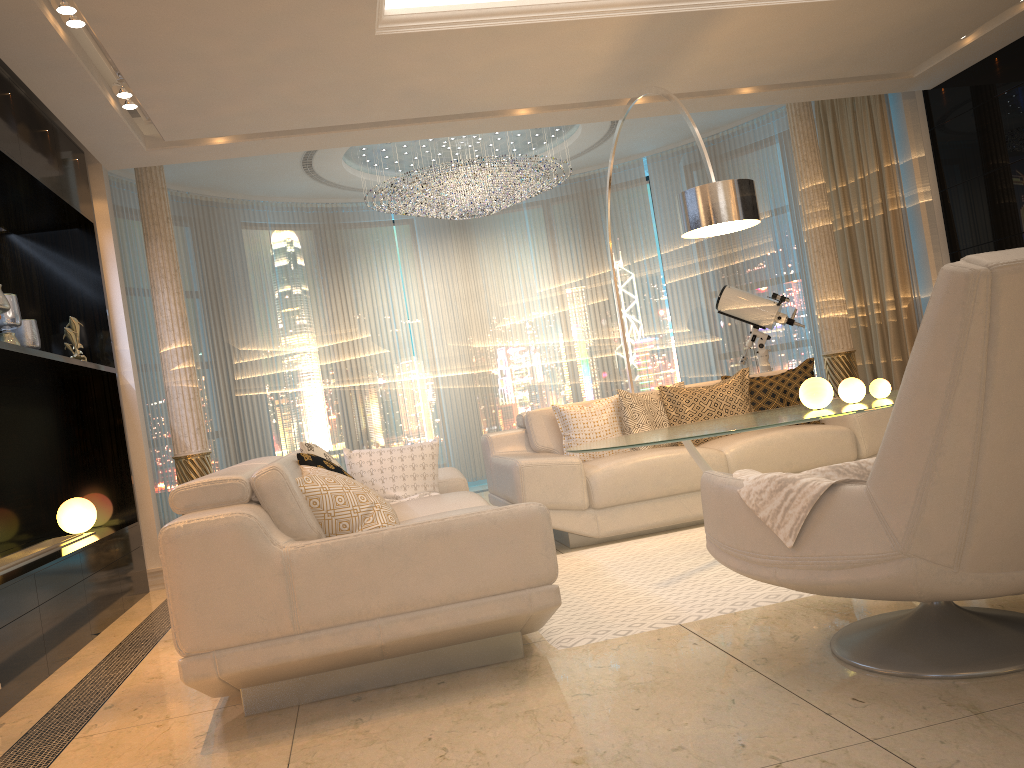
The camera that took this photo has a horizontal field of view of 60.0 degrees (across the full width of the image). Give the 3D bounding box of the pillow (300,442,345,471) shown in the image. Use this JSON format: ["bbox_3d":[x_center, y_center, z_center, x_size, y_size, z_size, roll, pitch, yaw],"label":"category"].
[{"bbox_3d":[-0.807,0.437,4.069,0.255,0.399,0.526,-9,-1,-11],"label":"pillow"}]

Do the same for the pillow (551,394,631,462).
[{"bbox_3d":[0.494,0.272,5.291,0.463,0.380,0.222,-9,-1,-6],"label":"pillow"}]

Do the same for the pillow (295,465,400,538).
[{"bbox_3d":[-0.582,0.437,3.179,0.351,0.329,0.521,-9,-1,-11],"label":"pillow"}]

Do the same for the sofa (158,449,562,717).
[{"bbox_3d":[-0.614,0.624,3.693,1.145,0.754,2.328,-9,-1,-11],"label":"sofa"}]

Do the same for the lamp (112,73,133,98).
[{"bbox_3d":[-1.983,-1.525,4.521,0.107,0.127,0.107,-8,-1,-29],"label":"lamp"}]

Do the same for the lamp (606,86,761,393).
[{"bbox_3d":[0.939,-0.488,5.236,0.393,2.519,2.009,-9,-1,-11],"label":"lamp"}]

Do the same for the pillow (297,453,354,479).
[{"bbox_3d":[-0.680,0.425,3.627,0.323,0.355,0.524,-9,-1,-10],"label":"pillow"}]

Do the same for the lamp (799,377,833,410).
[{"bbox_3d":[1.343,0.041,3.917,0.143,0.143,0.143,-8,-1,-26],"label":"lamp"}]

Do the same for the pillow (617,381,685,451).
[{"bbox_3d":[0.875,0.212,5.393,0.587,0.429,0.288,-8,-1,-36],"label":"pillow"}]

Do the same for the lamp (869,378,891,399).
[{"bbox_3d":[1.650,0.021,3.975,0.090,0.091,0.090,-10,-1,40],"label":"lamp"}]

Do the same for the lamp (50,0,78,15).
[{"bbox_3d":[-1.813,-1.567,3.594,0.107,0.127,0.107,-9,-1,1],"label":"lamp"}]

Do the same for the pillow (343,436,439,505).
[{"bbox_3d":[-0.607,0.440,4.401,0.521,0.325,0.281,-9,-1,-1],"label":"pillow"}]

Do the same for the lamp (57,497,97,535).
[{"bbox_3d":[-2.574,0.779,5.246,0.213,0.214,0.212,-10,-1,40],"label":"lamp"}]

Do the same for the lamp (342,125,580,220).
[{"bbox_3d":[-0.392,-1.805,7.793,2.109,0.685,2.109,-10,-1,34],"label":"lamp"}]

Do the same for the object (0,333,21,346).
[{"bbox_3d":[-2.547,-0.177,4.478,0.119,0.154,0.119,-9,-1,-1],"label":"object"}]

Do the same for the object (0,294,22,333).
[{"bbox_3d":[-2.740,-0.266,4.813,0.156,0.426,0.156,-9,-1,-5],"label":"object"}]

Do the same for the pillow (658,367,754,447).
[{"bbox_3d":[1.197,0.156,5.380,0.575,0.436,0.301,-9,-1,-5],"label":"pillow"}]

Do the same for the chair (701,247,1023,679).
[{"bbox_3d":[1.124,0.209,2.305,1.027,0.991,0.983,-9,-1,-11],"label":"chair"}]

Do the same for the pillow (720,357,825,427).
[{"bbox_3d":[1.592,0.095,5.429,0.575,0.436,0.301,-9,-1,20],"label":"pillow"}]

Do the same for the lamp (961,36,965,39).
[{"bbox_3d":[2.839,-2.260,5.641,0.107,0.127,0.107,-8,-1,-29],"label":"lamp"}]

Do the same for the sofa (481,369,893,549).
[{"bbox_3d":[1.054,0.390,5.331,2.328,0.754,1.145,-9,-1,-11],"label":"sofa"}]

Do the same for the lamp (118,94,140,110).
[{"bbox_3d":[-2.010,-1.506,4.647,0.107,0.127,0.107,-8,-1,-29],"label":"lamp"}]

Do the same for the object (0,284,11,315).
[{"bbox_3d":[-2.552,-0.293,4.350,0.181,0.381,0.181,-9,-1,-16],"label":"object"}]

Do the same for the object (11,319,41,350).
[{"bbox_3d":[-2.772,-0.201,5.067,0.147,0.317,0.147,-9,-1,-9],"label":"object"}]

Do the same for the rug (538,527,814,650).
[{"bbox_3d":[1.388,0.692,3.978,2.900,0.020,1.661,-9,-1,-11],"label":"rug"}]

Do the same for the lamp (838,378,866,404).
[{"bbox_3d":[1.514,0.029,3.949,0.115,0.115,0.115,-9,-1,15],"label":"lamp"}]

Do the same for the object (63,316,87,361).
[{"bbox_3d":[-2.540,-0.238,5.155,0.116,0.293,0.182,-9,-1,-14],"label":"object"}]

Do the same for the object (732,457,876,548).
[{"bbox_3d":[1.345,0.376,2.392,1.347,0.580,0.972,-9,-1,27],"label":"object"}]

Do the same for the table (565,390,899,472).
[{"bbox_3d":[1.317,0.405,3.987,2.140,0.565,0.999,-9,-1,-12],"label":"table"}]

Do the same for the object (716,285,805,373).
[{"bbox_3d":[2.007,-0.095,6.928,0.616,1.471,0.570,-9,-1,-4],"label":"object"}]

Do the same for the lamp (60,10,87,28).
[{"bbox_3d":[-1.835,-1.561,3.714,0.107,0.127,0.107,-8,-1,-29],"label":"lamp"}]
